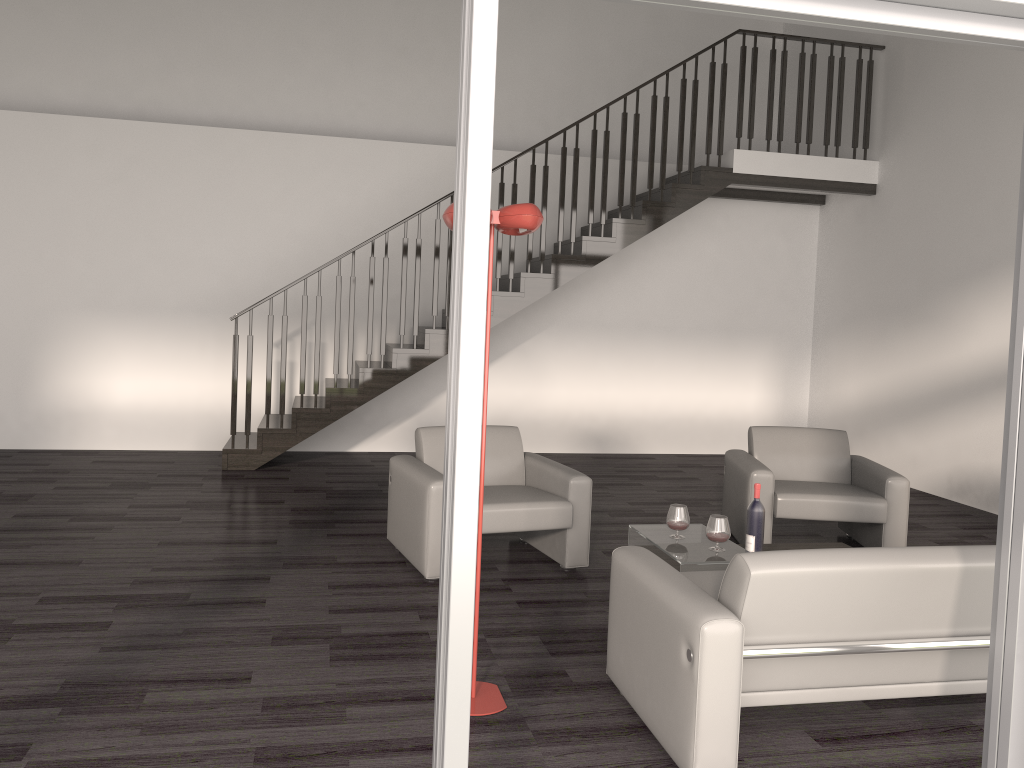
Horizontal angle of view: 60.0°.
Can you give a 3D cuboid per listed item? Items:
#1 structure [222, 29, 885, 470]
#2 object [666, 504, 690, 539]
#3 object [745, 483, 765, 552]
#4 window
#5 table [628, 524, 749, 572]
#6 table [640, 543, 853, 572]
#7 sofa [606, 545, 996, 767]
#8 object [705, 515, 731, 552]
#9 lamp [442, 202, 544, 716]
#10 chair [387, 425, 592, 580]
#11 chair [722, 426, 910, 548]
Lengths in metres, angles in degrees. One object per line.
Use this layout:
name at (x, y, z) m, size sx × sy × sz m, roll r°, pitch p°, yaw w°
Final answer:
structure at (0.664, -1.293, 8.440) m, size 6.340 × 4.088 × 1.002 m, roll 2°, pitch 3°, yaw -12°
object at (0.810, 0.670, 4.326) m, size 0.116 × 0.155 × 0.116 m, roll 2°, pitch 3°, yaw -4°
object at (1.203, 0.675, 4.375) m, size 0.093 × 0.370 × 0.093 m, roll 2°, pitch 3°, yaw -13°
window at (-0.081, -0.484, 1.961) m, size 9.742 × 3.466 × 0.386 m, roll 1°, pitch 3°, yaw -12°
table at (0.860, 0.926, 4.268) m, size 0.400 × 0.341 × 0.682 m, roll 2°, pitch 4°, yaw -12°
table at (1.248, 0.990, 4.355) m, size 1.200 × 0.249 × 0.602 m, roll 1°, pitch 4°, yaw -12°
sofa at (1.476, 0.854, 3.264) m, size 2.114 × 0.716 × 0.904 m, roll 1°, pitch 4°, yaw -12°
object at (0.958, 0.693, 4.122) m, size 0.116 × 0.155 × 0.116 m, roll 1°, pitch 3°, yaw -22°
lamp at (-0.104, 0.253, 3.187) m, size 0.353 × 1.785 × 0.365 m, roll 2°, pitch 3°, yaw -12°
chair at (-0.137, 0.642, 5.047) m, size 0.963 × 0.716 × 0.912 m, roll 1°, pitch 4°, yaw -22°
chair at (1.903, 0.678, 5.644) m, size 0.963 × 0.716 × 0.912 m, roll 3°, pitch 4°, yaw 3°
